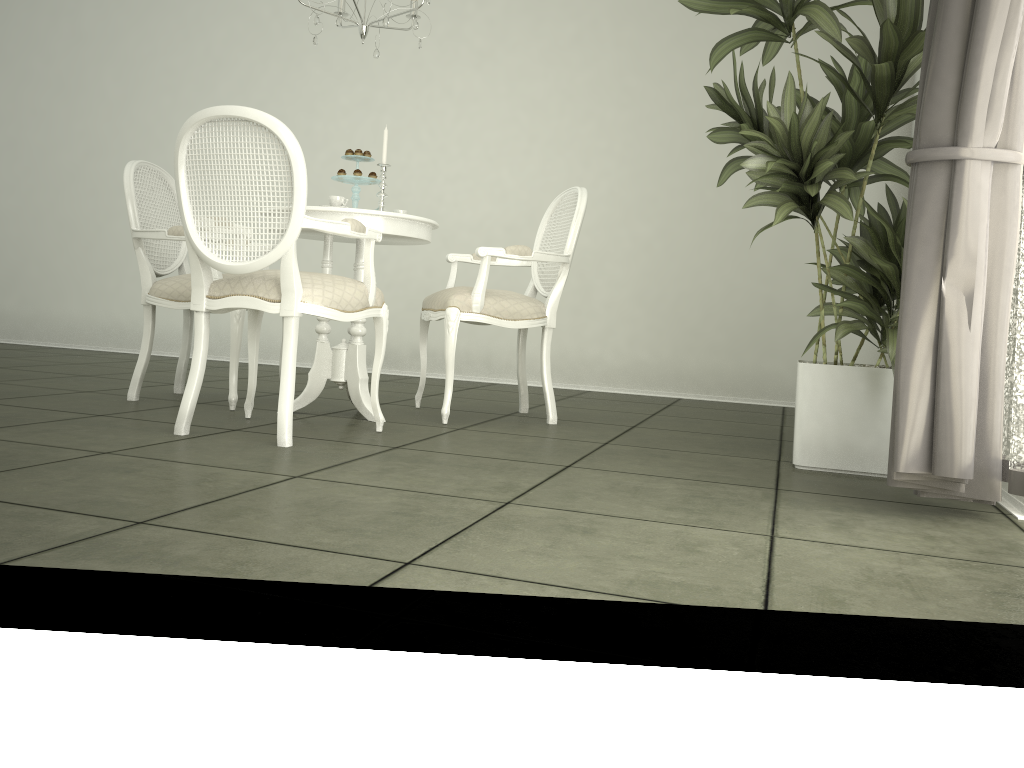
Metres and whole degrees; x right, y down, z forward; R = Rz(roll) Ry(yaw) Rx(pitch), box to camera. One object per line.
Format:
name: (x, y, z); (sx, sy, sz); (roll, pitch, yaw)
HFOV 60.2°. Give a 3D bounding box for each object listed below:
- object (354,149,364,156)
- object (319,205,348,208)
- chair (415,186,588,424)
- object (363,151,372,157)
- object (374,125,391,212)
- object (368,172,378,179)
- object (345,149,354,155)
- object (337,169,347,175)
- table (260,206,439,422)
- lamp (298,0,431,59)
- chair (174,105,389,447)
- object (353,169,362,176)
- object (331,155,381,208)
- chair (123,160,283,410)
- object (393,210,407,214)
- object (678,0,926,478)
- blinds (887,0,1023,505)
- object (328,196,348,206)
object: (-0.635, -0.958, 3.658); (0.039, 0.032, 0.039); (2, 3, -27)
object: (-0.695, -0.690, 3.483); (0.119, 0.016, 0.119); (4, 4, 7)
chair: (-0.042, -0.382, 3.953); (0.689, 1.065, 0.596); (3, 0, -17)
object: (-0.605, -0.958, 3.686); (0.039, 0.032, 0.039); (5, 3, 38)
object: (-0.514, -0.860, 3.539); (0.087, 0.365, 0.088); (3, -1, -5)
object: (-0.579, -0.867, 3.674); (0.039, 0.032, 0.039); (2, 3, -32)
object: (-0.674, -0.961, 3.670); (0.039, 0.032, 0.039); (4, 2, 23)
object: (-0.703, -0.872, 3.647); (0.039, 0.032, 0.039); (2, 2, -22)
table: (-0.699, -0.285, 3.704); (0.741, 0.830, 0.740); (4, 1, 14)
lamp: (-0.572, -2.652, 3.735); (0.594, 2.441, 0.592); (3, -1, -5)
chair: (-0.817, -0.357, 3.059); (0.596, 1.065, 0.689); (3, 1, 18)
object: (-0.633, -0.866, 3.625); (0.039, 0.032, 0.039); (5, 3, 38)
object: (-0.652, -0.822, 3.695); (0.210, 0.249, 0.211); (2, 2, -40)
chair: (-1.381, -0.459, 3.965); (0.690, 1.065, 0.594); (3, 0, 8)
object: (-0.495, -0.730, 3.838); (0.078, 0.049, 0.062); (3, 2, -3)
object: (1.179, -0.766, 3.103); (1.042, 2.099, 1.159); (3, 0, 35)
blinds: (0.950, -0.866, 0.925); (0.661, 2.602, 3.661); (3, 2, 17)
object: (-0.689, -0.713, 3.478); (0.062, 0.049, 0.078); (1, 3, -40)
